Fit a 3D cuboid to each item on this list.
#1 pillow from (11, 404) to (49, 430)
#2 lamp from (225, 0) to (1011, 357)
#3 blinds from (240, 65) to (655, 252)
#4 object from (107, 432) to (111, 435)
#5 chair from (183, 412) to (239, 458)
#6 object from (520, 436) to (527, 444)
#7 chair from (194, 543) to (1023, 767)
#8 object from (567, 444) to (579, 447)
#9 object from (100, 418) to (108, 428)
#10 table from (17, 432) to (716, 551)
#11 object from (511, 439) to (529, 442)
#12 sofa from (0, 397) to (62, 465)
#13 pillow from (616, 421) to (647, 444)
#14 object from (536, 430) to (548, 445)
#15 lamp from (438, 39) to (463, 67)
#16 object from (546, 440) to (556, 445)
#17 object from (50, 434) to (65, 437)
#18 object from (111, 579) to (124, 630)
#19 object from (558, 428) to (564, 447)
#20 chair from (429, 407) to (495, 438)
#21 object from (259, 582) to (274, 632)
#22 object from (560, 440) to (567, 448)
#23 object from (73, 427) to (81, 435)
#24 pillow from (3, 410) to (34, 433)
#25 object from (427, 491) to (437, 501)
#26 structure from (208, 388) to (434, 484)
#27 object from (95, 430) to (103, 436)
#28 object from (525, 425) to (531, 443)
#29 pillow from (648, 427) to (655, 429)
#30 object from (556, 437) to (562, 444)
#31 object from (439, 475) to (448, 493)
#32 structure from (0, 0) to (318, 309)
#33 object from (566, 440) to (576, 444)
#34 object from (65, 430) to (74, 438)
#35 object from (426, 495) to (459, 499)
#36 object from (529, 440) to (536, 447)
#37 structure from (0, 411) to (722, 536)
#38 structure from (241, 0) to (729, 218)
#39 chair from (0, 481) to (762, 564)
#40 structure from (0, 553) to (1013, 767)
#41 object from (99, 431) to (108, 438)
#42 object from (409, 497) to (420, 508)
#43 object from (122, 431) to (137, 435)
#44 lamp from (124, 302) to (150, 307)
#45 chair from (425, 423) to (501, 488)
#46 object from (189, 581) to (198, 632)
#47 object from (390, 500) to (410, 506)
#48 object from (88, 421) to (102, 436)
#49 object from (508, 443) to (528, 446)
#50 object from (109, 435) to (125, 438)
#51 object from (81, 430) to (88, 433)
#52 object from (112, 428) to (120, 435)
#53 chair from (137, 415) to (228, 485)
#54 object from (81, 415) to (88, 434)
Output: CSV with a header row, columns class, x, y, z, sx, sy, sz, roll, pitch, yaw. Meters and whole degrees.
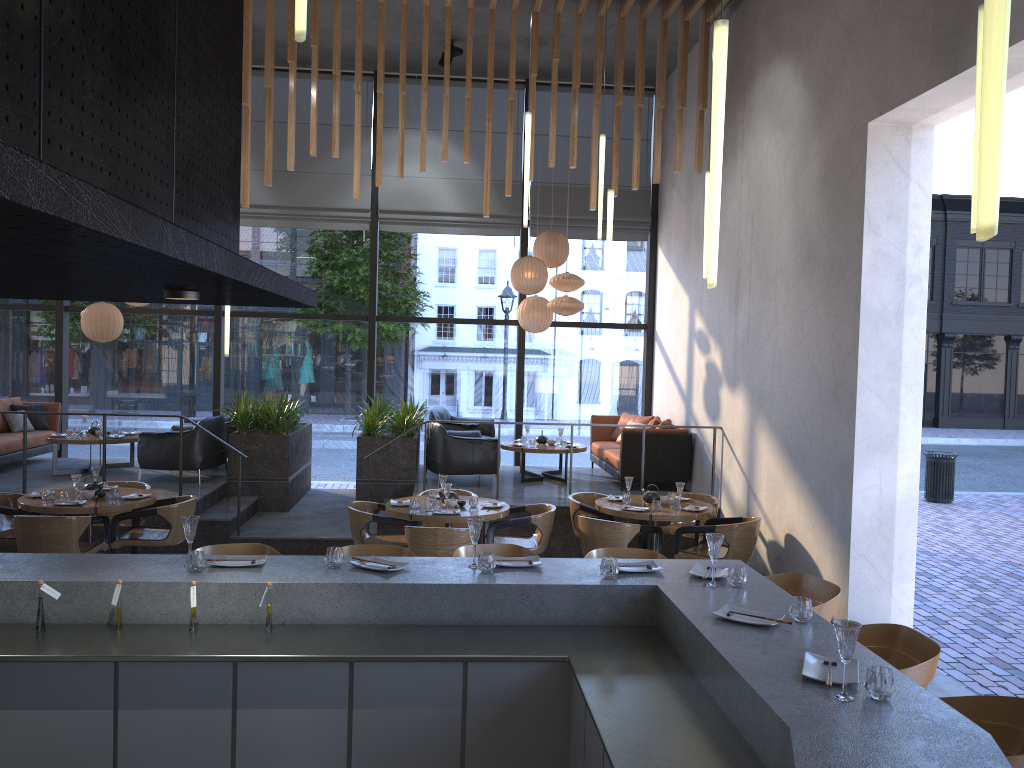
class,x,y,z,sx,sy,sz,roll,pitch,yaw
pillow,-6.270,0.434,11.520,0.242,0.345,0.418,3,2,36
lamp,-2.057,-5.185,3.775,8.975,10.231,8.774,1,2,-6
blinds,-6.925,-3.122,8.302,8.760,2.314,17.610,3,3,39
object,-4.946,0.608,10.833,0.080,0.042,0.080,1,2,-20
chair,-3.903,0.690,11.531,0.833,0.743,1.030,1,2,-19
object,0.149,0.714,11.287,0.086,0.086,0.086,3,2,33
chair,0.710,1.505,2.892,2.787,1.047,5.395,1,2,-27
object,0.748,0.770,11.036,0.170,0.025,0.294,1,2,-24
object,-4.862,0.526,10.563,0.082,0.227,0.082,3,3,38
table,-3.475,1.249,8.064,10.659,0.968,6.876,1,2,-4
object,0.093,0.737,11.470,0.170,0.025,0.294,3,2,31
sofa,-6.337,0.615,10.731,0.864,0.811,2.226,1,2,-5
pillow,1.578,0.653,11.754,0.289,0.311,0.393,1,2,-24
object,0.380,0.674,11.267,0.163,0.179,0.168,0,3,-39
lamp,-0.776,-4.002,10.804,0.300,0.367,0.273,3,3,41
object,0.491,0.738,11.172,0.116,0.065,0.116,3,2,25
object,-5.388,0.614,10.536,0.170,0.025,0.294,1,2,-24
object,-1.629,0.912,3.679,0.038,0.203,0.057,2,2,20
object,0.604,0.665,11.008,0.082,0.227,0.082,3,3,38
chair,-0.691,0.693,11.838,0.833,0.743,1.030,2,2,10
object,-1.020,0.929,3.698,0.042,0.203,0.076,3,2,28
object,0.637,0.740,10.933,0.086,0.086,0.086,2,2,-1
object,-5.318,0.574,10.842,0.086,0.086,0.086,3,2,33
pillow,-6.258,0.477,11.239,0.203,0.263,0.332,2,2,15
object,-0.725,1.015,8.028,0.086,0.086,0.086,1,2,-23
structure,-6.327,0.907,6.350,4.306,1.608,15.715,3,2,34
object,-4.976,0.599,10.727,0.116,0.065,0.116,3,2,25
object,0.198,0.641,11.379,0.082,0.227,0.082,1,2,-23
pillow,1.525,0.687,10.569,0.242,0.345,0.418,3,2,36
object,0.603,0.725,11.344,0.086,0.086,0.086,2,2,-1
object,-0.627,0.945,8.070,0.082,0.227,0.082,2,2,16
structure,-5.032,-0.980,1.545,8.600,2.382,4.958,1,2,-5
object,0.714,0.755,11.464,0.170,0.025,0.294,1,2,-24
object,-5.216,0.591,10.456,0.086,0.086,0.086,2,2,-1
object,-0.653,1.042,8.205,0.294,0.025,0.170,1,2,-20
object,0.250,0.730,10.901,0.086,0.086,0.086,2,2,-1
structure,-3.210,-0.317,4.415,11.718,4.117,9.054,1,2,-5
structure,-2.747,-1.073,4.321,10.399,5.894,10.127,1,2,-5
chair,-2.668,1.428,6.575,9.749,0.759,4.352,2,2,-3
structure,-3.121,1.262,1.687,8.945,1.400,4.889,1,2,-5
object,-4.830,0.600,10.487,0.086,0.086,0.086,2,2,-1
object,-0.838,1.025,7.637,0.086,0.086,0.086,2,2,21
object,-4.753,0.615,11.019,0.170,0.025,0.294,1,2,-24
lamp,-3.305,-2.382,7.974,0.468,3.124,6.999,1,2,-24
chair,-0.614,0.814,10.618,0.833,0.743,1.030,1,2,-19
object,-1.321,0.921,3.676,0.029,0.203,0.077,1,2,-14
object,-0.978,1.048,7.763,0.170,0.025,0.294,1,2,-7
object,-5.087,0.535,10.822,0.163,0.179,0.168,0,3,-39
object,0.079,0.753,10.982,0.170,0.025,0.294,1,2,-24
object,-4.718,0.631,10.591,0.170,0.025,0.294,1,2,-24
object,-5.373,0.598,11.025,0.170,0.025,0.294,3,2,31
object,-4.863,0.585,10.899,0.086,0.086,0.086,2,2,-1
chair,-3.805,0.733,10.353,0.833,0.743,1.030,2,2,2
object,-5.269,0.502,10.934,0.082,0.227,0.082,1,2,-23
